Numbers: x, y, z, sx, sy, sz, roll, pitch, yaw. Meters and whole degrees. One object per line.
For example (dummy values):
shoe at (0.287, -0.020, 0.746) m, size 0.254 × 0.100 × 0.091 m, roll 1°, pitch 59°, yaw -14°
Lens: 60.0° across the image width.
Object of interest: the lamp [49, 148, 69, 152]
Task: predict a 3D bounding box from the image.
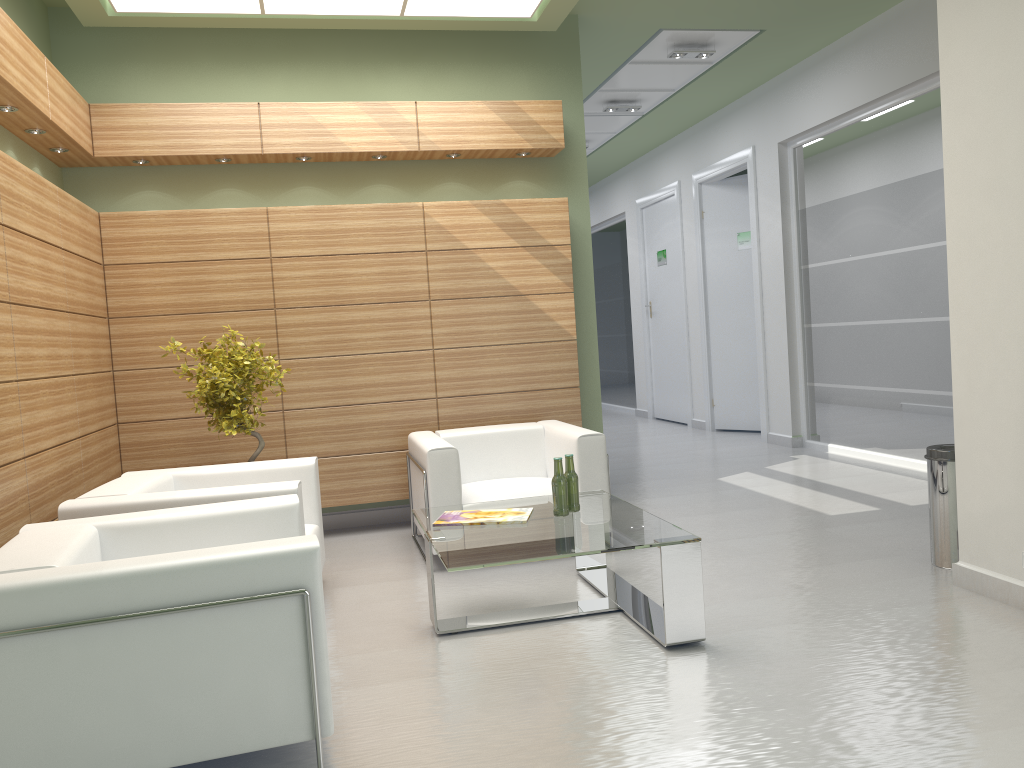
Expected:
lamp at (-4.757, -2.482, 9.311) m, size 0.181 × 0.074 × 0.181 m, roll -5°, pitch 3°, yaw -29°

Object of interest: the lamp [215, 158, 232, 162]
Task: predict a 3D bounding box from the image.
lamp at (-3.355, -2.626, 10.301) m, size 0.181 × 0.074 × 0.181 m, roll -5°, pitch 3°, yaw -18°

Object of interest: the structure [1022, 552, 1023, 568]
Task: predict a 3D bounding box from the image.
structure at (3.756, 1.284, 6.344) m, size 0.017 × 0.118 × 0.262 m, roll -4°, pitch 3°, yaw -12°

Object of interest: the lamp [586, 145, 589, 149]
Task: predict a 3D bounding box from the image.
lamp at (1.316, -5.189, 19.302) m, size 0.657 × 0.159 × 0.286 m, roll -4°, pitch 3°, yaw -12°

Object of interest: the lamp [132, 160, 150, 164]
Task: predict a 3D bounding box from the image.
lamp at (-4.230, -2.558, 10.109) m, size 0.181 × 0.074 × 0.181 m, roll -5°, pitch 3°, yaw -18°

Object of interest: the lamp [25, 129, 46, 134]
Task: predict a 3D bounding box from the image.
lamp at (-4.582, -2.452, 8.523) m, size 0.181 × 0.074 × 0.181 m, roll -6°, pitch 4°, yaw -40°

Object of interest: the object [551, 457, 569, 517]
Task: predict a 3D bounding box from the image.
object at (0.386, 0.832, 7.183) m, size 0.131 × 0.475 × 0.131 m, roll -1°, pitch 4°, yaw 42°

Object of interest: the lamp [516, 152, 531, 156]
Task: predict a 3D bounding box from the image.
lamp at (0.141, -2.897, 11.068) m, size 0.181 × 0.074 × 0.181 m, roll -5°, pitch 3°, yaw -18°

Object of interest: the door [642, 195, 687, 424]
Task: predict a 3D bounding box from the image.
door at (3.531, -1.675, 20.614) m, size 0.250 × 5.083 × 2.089 m, roll -4°, pitch 3°, yaw -12°

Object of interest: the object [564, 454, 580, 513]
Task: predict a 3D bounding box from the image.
object at (0.486, 0.817, 7.329) m, size 0.131 × 0.475 × 0.131 m, roll -1°, pitch 4°, yaw 42°

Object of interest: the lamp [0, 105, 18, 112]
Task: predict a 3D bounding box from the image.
lamp at (-4.404, -2.422, 7.723) m, size 0.181 × 0.074 × 0.181 m, roll -5°, pitch 3°, yaw -29°

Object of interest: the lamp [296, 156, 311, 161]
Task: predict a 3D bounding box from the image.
lamp at (-2.469, -2.695, 10.495) m, size 0.181 × 0.074 × 0.181 m, roll -1°, pitch 4°, yaw 38°

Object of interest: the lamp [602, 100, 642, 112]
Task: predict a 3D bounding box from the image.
lamp at (2.007, -5.072, 16.192) m, size 0.657 × 0.159 × 0.286 m, roll -4°, pitch 3°, yaw -12°

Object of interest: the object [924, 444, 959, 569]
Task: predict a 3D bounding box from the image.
object at (3.877, 1.060, 7.730) m, size 0.483 × 1.027 × 0.482 m, roll -6°, pitch 4°, yaw -41°

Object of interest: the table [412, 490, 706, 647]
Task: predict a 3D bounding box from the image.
table at (0.231, 1.462, 7.039) m, size 1.783 × 0.742 × 2.197 m, roll -4°, pitch 3°, yaw -12°

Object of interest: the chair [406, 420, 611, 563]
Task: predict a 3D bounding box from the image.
chair at (-0.088, 1.129, 9.587) m, size 1.894 × 1.234 × 1.802 m, roll -4°, pitch 3°, yaw -12°

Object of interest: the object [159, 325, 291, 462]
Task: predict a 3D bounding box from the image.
object at (-2.913, 0.663, 9.139) m, size 1.201 × 2.565 × 1.116 m, roll -7°, pitch 4°, yaw -44°

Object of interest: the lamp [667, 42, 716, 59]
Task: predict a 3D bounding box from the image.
lamp at (2.669, -4.961, 13.215) m, size 0.657 × 0.159 × 0.286 m, roll -4°, pitch 3°, yaw -12°

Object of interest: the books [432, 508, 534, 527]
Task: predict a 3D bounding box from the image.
books at (-0.228, 1.093, 7.283) m, size 0.762 × 0.025 × 0.508 m, roll -3°, pitch 3°, yaw 8°

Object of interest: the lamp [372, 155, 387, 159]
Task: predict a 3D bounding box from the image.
lamp at (-1.601, -2.762, 10.686) m, size 0.181 × 0.074 × 0.181 m, roll -5°, pitch 3°, yaw -18°

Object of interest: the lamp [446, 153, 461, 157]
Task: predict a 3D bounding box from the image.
lamp at (-0.721, -2.830, 10.879) m, size 0.181 × 0.074 × 0.181 m, roll -1°, pitch 4°, yaw 38°

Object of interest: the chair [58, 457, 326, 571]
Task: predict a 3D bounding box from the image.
chair at (-2.556, 1.397, 7.571) m, size 1.769 × 1.234 × 1.894 m, roll -4°, pitch 3°, yaw -7°

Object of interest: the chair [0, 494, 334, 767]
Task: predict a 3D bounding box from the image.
chair at (-2.068, 1.484, 5.300) m, size 1.802 × 1.234 × 1.894 m, roll -5°, pitch 3°, yaw -17°

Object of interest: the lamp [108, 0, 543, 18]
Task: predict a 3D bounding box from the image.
lamp at (-1.461, -4.195, 7.456) m, size 4.571 × 0.325 × 5.060 m, roll -4°, pitch 3°, yaw -12°

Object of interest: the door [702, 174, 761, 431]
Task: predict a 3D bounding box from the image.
door at (4.796, -1.602, 17.612) m, size 0.134 × 5.083 × 2.089 m, roll -6°, pitch 4°, yaw -42°
